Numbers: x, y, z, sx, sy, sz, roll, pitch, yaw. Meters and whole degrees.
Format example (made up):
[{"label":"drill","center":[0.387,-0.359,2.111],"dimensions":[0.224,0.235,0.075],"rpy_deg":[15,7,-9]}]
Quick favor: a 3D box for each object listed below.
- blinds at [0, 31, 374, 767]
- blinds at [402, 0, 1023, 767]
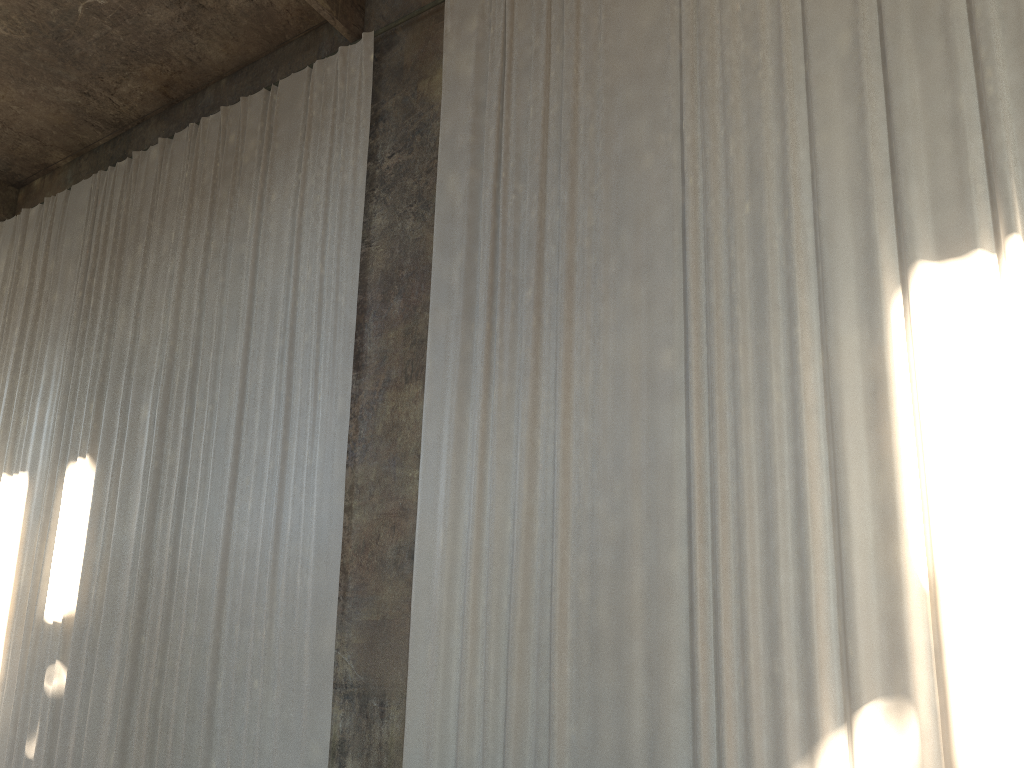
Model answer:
[{"label":"blinds","center":[-4.865,0.866,10.663],"dimensions":[7.901,8.359,0.281],"rpy_deg":[-10,-18,33]},{"label":"blinds","center":[2.419,-0.681,6.094],"dimensions":[7.901,8.359,0.281],"rpy_deg":[-10,-18,33]}]
